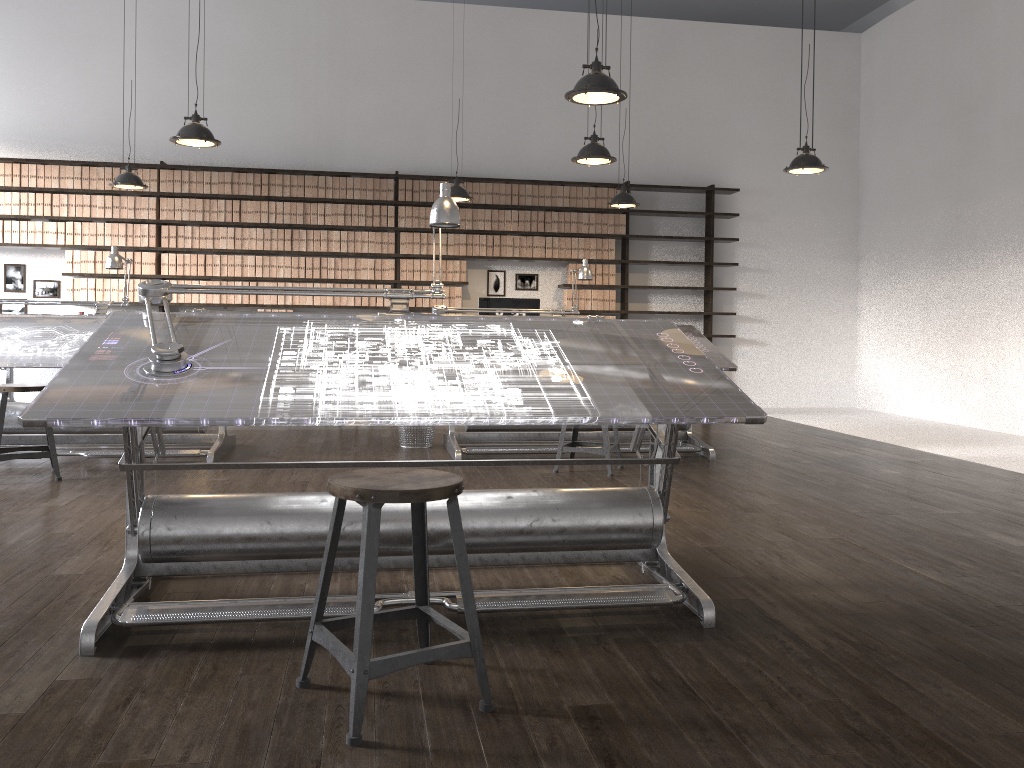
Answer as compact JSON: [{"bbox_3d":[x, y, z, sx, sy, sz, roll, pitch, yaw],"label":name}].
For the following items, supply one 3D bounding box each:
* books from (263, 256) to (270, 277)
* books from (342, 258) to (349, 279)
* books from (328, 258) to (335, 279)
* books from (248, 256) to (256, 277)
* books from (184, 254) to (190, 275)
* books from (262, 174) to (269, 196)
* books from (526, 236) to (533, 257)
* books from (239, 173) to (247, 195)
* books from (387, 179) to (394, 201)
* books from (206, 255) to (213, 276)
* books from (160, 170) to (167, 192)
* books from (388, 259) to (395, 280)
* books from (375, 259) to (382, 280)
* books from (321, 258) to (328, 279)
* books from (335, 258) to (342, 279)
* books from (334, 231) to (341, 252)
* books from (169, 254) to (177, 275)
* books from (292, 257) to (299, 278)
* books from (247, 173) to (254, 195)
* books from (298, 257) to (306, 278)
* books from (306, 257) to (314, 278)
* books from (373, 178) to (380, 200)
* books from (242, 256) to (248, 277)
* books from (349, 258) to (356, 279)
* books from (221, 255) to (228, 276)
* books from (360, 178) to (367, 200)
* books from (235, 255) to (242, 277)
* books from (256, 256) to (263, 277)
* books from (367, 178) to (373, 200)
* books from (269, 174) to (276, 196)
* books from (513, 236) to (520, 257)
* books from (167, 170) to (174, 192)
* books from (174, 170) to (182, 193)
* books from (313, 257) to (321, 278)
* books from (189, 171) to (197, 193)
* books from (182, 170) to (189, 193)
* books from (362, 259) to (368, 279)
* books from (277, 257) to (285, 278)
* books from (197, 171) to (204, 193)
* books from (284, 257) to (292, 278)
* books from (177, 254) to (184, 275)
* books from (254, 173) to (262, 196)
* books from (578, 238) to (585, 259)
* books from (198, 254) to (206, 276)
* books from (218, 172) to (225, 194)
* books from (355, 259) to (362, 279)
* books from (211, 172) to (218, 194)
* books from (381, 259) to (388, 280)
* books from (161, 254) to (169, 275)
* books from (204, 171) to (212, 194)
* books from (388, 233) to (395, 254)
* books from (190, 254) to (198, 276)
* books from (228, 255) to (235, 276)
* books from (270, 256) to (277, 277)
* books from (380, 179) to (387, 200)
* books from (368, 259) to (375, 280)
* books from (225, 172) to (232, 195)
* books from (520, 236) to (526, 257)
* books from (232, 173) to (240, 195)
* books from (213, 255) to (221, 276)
[{"bbox_3d":[-2.497,-1.185,9.036,0.067,0.225,0.175,1,2,-10],"label":"books"},{"bbox_3d":[-1.723,-1.183,9.166,0.067,0.225,0.175,1,2,-9],"label":"books"},{"bbox_3d":[-1.862,-1.183,9.139,0.067,0.225,0.174,1,2,-10],"label":"books"},{"bbox_3d":[-2.638,-1.186,9.011,0.067,0.225,0.175,1,2,-10],"label":"books"},{"bbox_3d":[-3.254,-1.188,8.909,0.067,0.225,0.175,1,2,-10],"label":"books"},{"bbox_3d":[-2.506,-2.014,9.018,0.067,0.225,0.175,1,2,-9],"label":"books"},{"bbox_3d":[0.172,-1.459,9.477,0.067,0.225,0.175,1,2,-9],"label":"books"},{"bbox_3d":[-2.721,-2.015,8.988,0.067,0.225,0.174,1,2,-9],"label":"books"},{"bbox_3d":[-1.267,-2.010,9.226,0.067,0.225,0.174,1,2,-9],"label":"books"},{"bbox_3d":[-3.042,-1.187,8.947,0.067,0.225,0.175,1,2,-9],"label":"books"},{"bbox_3d":[-3.468,-2.017,8.861,0.067,0.225,0.175,1,2,-10],"label":"books"},{"bbox_3d":[-1.259,-1.181,9.237,0.067,0.225,0.175,1,2,-9],"label":"books"},{"bbox_3d":[-1.393,-1.182,9.220,0.067,0.225,0.175,1,2,-9],"label":"books"},{"bbox_3d":[-1.933,-1.184,9.132,0.067,0.225,0.175,1,2,-10],"label":"books"},{"bbox_3d":[-1.793,-1.183,9.154,0.067,0.225,0.174,1,2,-9],"label":"books"},{"bbox_3d":[-1.805,-1.460,9.145,0.067,0.225,0.175,1,2,-10],"label":"books"},{"bbox_3d":[-3.387,-1.188,8.882,0.067,0.225,0.175,1,2,-10],"label":"books"},{"bbox_3d":[-2.216,-1.184,9.077,0.067,0.225,0.175,1,2,-10],"label":"books"},{"bbox_3d":[-2.650,-2.014,8.995,0.067,0.225,0.174,1,2,-10],"label":"books"},{"bbox_3d":[-2.154,-1.184,9.092,0.067,0.225,0.175,1,2,-9],"label":"books"},{"bbox_3d":[-2.080,-1.184,9.107,0.067,0.225,0.175,1,2,-10],"label":"books"},{"bbox_3d":[-1.408,-2.010,9.207,0.067,0.225,0.175,1,2,-10],"label":"books"},{"bbox_3d":[-2.700,-1.186,9.002,0.067,0.225,0.175,1,2,-10],"label":"books"},{"bbox_3d":[-1.655,-1.182,9.171,0.067,0.225,0.175,1,2,-10],"label":"books"},{"bbox_3d":[-2.902,-1.187,8.969,0.067,0.225,0.174,1,2,-10],"label":"books"},{"bbox_3d":[-1.540,-2.011,9.183,0.067,0.225,0.175,1,2,-10],"label":"books"},{"bbox_3d":[-2.765,-1.186,8.986,0.067,0.225,0.175,1,2,-9],"label":"books"},{"bbox_3d":[-2.566,-1.185,9.021,0.067,0.225,0.175,1,2,-9],"label":"books"},{"bbox_3d":[-1.474,-2.010,9.190,0.067,0.225,0.175,1,2,-9],"label":"books"},{"bbox_3d":[-2.434,-2.014,9.036,0.067,0.225,0.175,1,2,-10],"label":"books"},{"bbox_3d":[0.035,-1.460,9.452,0.067,0.225,0.174,1,2,-10],"label":"books"},{"bbox_3d":[-3.405,-2.017,8.867,0.067,0.225,0.175,1,2,-9],"label":"books"},{"bbox_3d":[-3.334,-2.017,8.879,0.067,0.225,0.175,1,2,-10],"label":"books"},{"bbox_3d":[-2.006,-1.183,9.114,0.067,0.225,0.175,1,2,-9],"label":"books"},{"bbox_3d":[-3.195,-2.017,8.910,0.067,0.225,0.174,1,2,-9],"label":"books"},{"bbox_3d":[-3.263,-2.017,8.894,0.067,0.225,0.174,1,2,-10],"label":"books"},{"bbox_3d":[-1.528,-1.182,9.196,0.067,0.225,0.175,1,2,-9],"label":"books"},{"bbox_3d":[-2.359,-1.185,9.057,0.067,0.225,0.174,1,2,-9],"label":"books"},{"bbox_3d":[-3.126,-2.016,8.919,0.067,0.225,0.175,1,2,-9],"label":"books"},{"bbox_3d":[-2.287,-1.184,9.066,0.067,0.225,0.175,1,2,-9],"label":"books"},{"bbox_3d":[-3.315,-1.188,8.894,0.067,0.225,0.175,1,2,-9],"label":"books"},{"bbox_3d":[-2.581,-2.014,9.012,0.067,0.225,0.175,1,2,-10],"label":"books"},{"bbox_3d":[0.730,-1.457,9.568,0.067,0.225,0.175,1,2,-10],"label":"books"},{"bbox_3d":[-3.115,-1.187,8.929,0.067,0.225,0.175,1,2,-10],"label":"books"},{"bbox_3d":[-2.923,-2.016,8.953,0.067,0.225,0.175,1,2,-9],"label":"books"},{"bbox_3d":[-1.590,-1.182,9.187,0.067,0.225,0.175,1,2,-9],"label":"books"},{"bbox_3d":[-2.984,-2.016,8.941,0.067,0.225,0.175,1,2,-9],"label":"books"},{"bbox_3d":[-1.325,-1.181,9.234,0.067,0.225,0.174,1,2,-9],"label":"books"},{"bbox_3d":[-3.459,-1.188,8.874,0.067,0.225,0.174,1,2,-10],"label":"books"},{"bbox_3d":[-3.056,-2.016,8.927,0.067,0.225,0.175,1,2,-10],"label":"books"},{"bbox_3d":[-1.259,-1.458,9.239,0.067,0.225,0.175,1,2,-9],"label":"books"},{"bbox_3d":[-3.190,-1.188,8.922,0.067,0.225,0.175,1,2,-9],"label":"books"},{"bbox_3d":[-2.832,-1.187,8.981,0.067,0.225,0.175,1,2,-10],"label":"books"},{"bbox_3d":[-2.429,-1.185,9.049,0.067,0.225,0.174,1,2,-10],"label":"books"},{"bbox_3d":[-1.338,-2.010,9.218,0.067,0.225,0.174,1,2,-10],"label":"books"},{"bbox_3d":[-1.462,-1.182,9.205,0.067,0.225,0.175,1,2,-10],"label":"books"},{"bbox_3d":[-2.856,-2.015,8.959,0.067,0.225,0.175,1,2,-10],"label":"books"},{"bbox_3d":[0.103,-1.460,9.468,0.067,0.225,0.174,1,2,-9],"label":"books"},{"bbox_3d":[-2.791,-2.015,8.976,0.067,0.225,0.175,1,2,-9],"label":"books"},{"bbox_3d":[-2.972,-1.187,8.954,0.067,0.225,0.174,1,2,-9],"label":"books"}]
